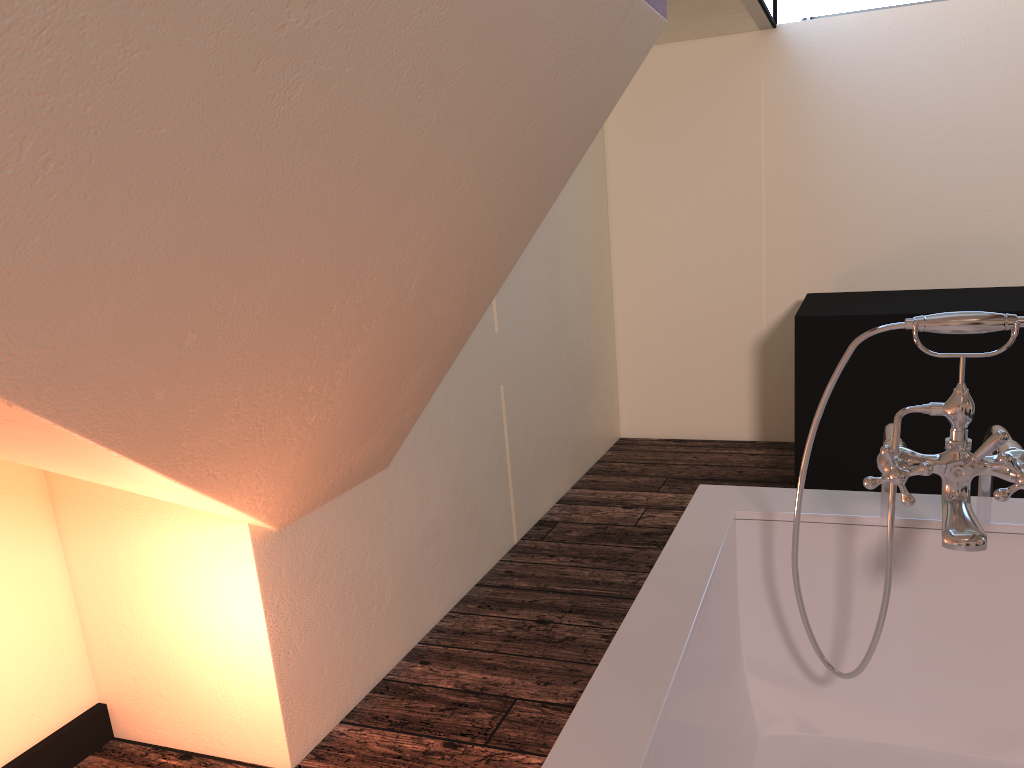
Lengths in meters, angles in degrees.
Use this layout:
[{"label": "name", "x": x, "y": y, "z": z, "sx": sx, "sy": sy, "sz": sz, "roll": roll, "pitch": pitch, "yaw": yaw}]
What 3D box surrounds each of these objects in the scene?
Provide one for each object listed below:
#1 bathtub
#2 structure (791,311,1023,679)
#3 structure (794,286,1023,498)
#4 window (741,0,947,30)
[{"label": "bathtub", "x": 0.367, "y": 0.796, "z": 0.663, "sx": 0.798, "sy": 0.700, "sz": 2.197, "roll": 1, "pitch": 13, "yaw": 21}, {"label": "structure", "x": 0.716, "y": 0.408, "z": 1.467, "sx": 0.383, "sy": 1.130, "sz": 0.550, "roll": 5, "pitch": 17, "yaw": 35}, {"label": "structure", "x": 1.586, "y": 0.068, "z": 3.459, "sx": 0.869, "sy": 0.869, "sz": 0.793, "roll": 1, "pitch": 14, "yaw": 21}, {"label": "window", "x": 1.455, "y": -1.704, "z": 1.949, "sx": 2.107, "sy": 0.682, "sz": 3.487, "roll": 0, "pitch": 13, "yaw": 22}]
